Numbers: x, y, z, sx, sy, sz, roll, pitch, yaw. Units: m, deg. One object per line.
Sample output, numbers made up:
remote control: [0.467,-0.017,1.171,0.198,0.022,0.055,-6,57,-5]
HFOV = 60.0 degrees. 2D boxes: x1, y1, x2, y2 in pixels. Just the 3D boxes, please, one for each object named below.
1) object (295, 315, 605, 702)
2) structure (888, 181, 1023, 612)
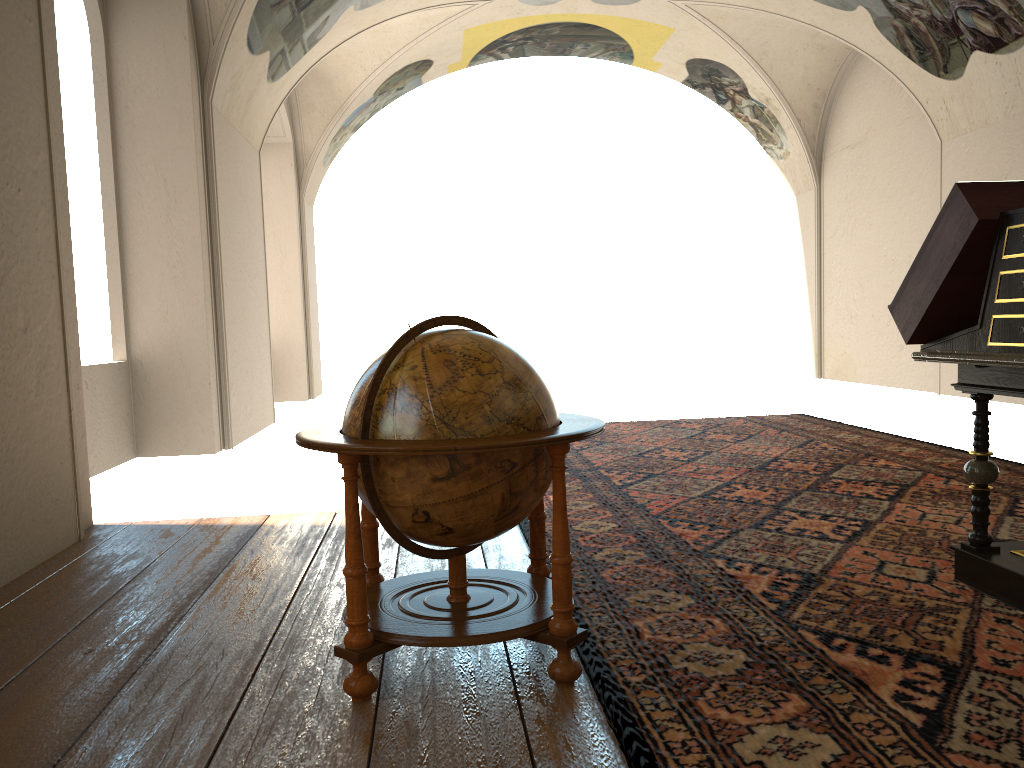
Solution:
object: [-0.244,0.437,3.742,1.278,1.451,1.277,1,5,32]
structure: [2.696,0.068,3.818,1.245,1.984,1.888,-2,4,-5]
